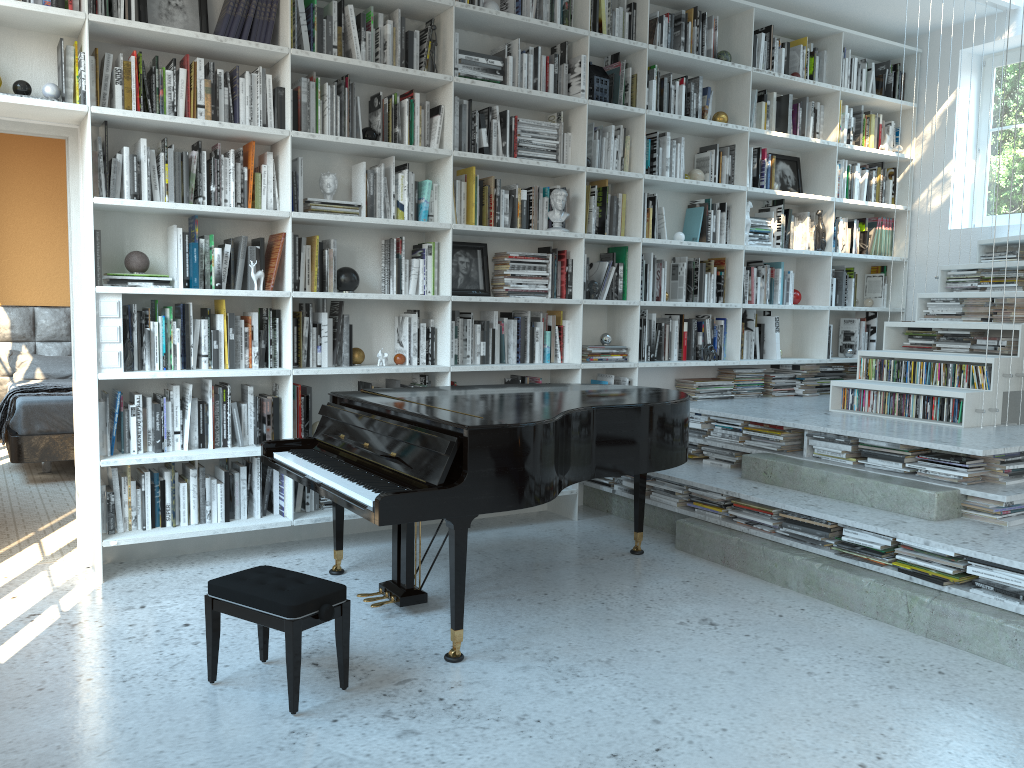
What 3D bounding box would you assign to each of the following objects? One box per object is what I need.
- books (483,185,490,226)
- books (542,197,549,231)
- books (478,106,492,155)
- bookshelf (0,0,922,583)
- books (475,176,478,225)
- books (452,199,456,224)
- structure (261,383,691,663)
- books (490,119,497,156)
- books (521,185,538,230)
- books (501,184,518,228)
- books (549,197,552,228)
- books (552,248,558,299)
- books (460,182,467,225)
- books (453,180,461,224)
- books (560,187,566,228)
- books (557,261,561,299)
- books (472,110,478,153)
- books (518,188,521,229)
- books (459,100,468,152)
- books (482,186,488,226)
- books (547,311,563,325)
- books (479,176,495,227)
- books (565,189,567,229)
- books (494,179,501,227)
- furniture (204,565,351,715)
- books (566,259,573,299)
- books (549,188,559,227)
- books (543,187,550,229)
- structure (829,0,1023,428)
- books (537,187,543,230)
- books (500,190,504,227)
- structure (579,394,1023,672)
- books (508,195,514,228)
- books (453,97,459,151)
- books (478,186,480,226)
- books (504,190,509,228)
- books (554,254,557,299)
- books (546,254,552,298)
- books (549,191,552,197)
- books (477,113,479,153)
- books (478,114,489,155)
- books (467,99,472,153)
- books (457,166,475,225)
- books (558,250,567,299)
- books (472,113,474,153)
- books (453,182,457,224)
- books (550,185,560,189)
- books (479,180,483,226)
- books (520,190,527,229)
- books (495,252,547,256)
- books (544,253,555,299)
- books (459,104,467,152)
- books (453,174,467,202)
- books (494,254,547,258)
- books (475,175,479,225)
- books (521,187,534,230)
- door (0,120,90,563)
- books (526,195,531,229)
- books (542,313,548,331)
[{"bbox_3d":[-0.166,-0.965,4.873,0.025,0.236,0.137,-2,6,-31],"label":"books"},{"bbox_3d":[0.154,-0.958,5.068,0.035,0.201,0.149,-2,6,-31],"label":"books"},{"bbox_3d":[-0.154,-1.357,4.840,0.022,0.286,0.130,-2,6,-31],"label":"books"},{"bbox_3d":[0.146,-0.761,5.010,6.295,3.146,0.330,-2,6,-31],"label":"bookshelf"},{"bbox_3d":[-0.239,-0.975,4.791,0.015,0.267,0.189,-2,6,-31],"label":"books"},{"bbox_3d":[-0.356,-0.944,4.743,0.053,0.209,0.156,-2,6,-31],"label":"books"},{"bbox_3d":[0.056,0.475,3.843,1.918,0.834,1.333,-2,6,-31],"label":"structure"},{"bbox_3d":[-0.132,-1.323,4.850,0.024,0.217,0.147,-2,6,-31],"label":"books"},{"bbox_3d":[0.095,-0.983,5.020,0.025,0.259,0.150,-2,6,-31],"label":"books"},{"bbox_3d":[-0.014,-0.981,4.960,0.014,0.259,0.161,-2,6,-31],"label":"books"},{"bbox_3d":[0.184,-0.961,5.090,0.012,0.206,0.145,-2,6,-31],"label":"books"},{"bbox_3d":[0.216,-0.637,5.143,0.011,0.288,0.152,-2,6,-31],"label":"books"},{"bbox_3d":[-0.295,-0.963,4.795,0.029,0.240,0.155,-2,6,-31],"label":"books"},{"bbox_3d":[-0.322,-0.966,4.786,0.026,0.248,0.139,-2,6,-31],"label":"books"},{"bbox_3d":[0.261,-0.993,5.122,0.014,0.266,0.153,-2,6,-31],"label":"books"},{"bbox_3d":[0.237,-0.603,5.165,0.021,0.217,0.132,-2,6,-31],"label":"books"},{"bbox_3d":[-0.232,-1.336,4.785,0.014,0.250,0.172,-2,6,-31],"label":"books"},{"bbox_3d":[-0.002,-0.968,4.964,0.010,0.234,0.174,-2,6,-31],"label":"books"},{"bbox_3d":[-0.285,-1.357,4.761,0.029,0.295,0.151,-2,6,-31],"label":"books"},{"bbox_3d":[-0.178,-0.960,4.858,0.012,0.228,0.169,-2,6,-31],"label":"books"},{"bbox_3d":[0.247,-0.280,5.202,0.011,0.301,0.149,-2,6,-31],"label":"books"},{"bbox_3d":[-0.146,-0.988,4.875,0.013,0.284,0.176,-2,6,-31],"label":"books"},{"bbox_3d":[0.279,-0.994,5.155,0.023,0.265,0.107,-2,6,-31],"label":"books"},{"bbox_3d":[-0.121,-0.980,4.874,0.027,0.268,0.189,-2,6,-31],"label":"books"},{"bbox_3d":[-0.738,0.779,2.790,0.467,0.354,0.239,4,6,33],"label":"furniture"},{"bbox_3d":[0.284,-0.608,5.161,0.034,0.229,0.199,-2,6,-31],"label":"books"},{"bbox_3d":[0.220,-0.989,5.104,0.025,0.260,0.130,-2,6,-31],"label":"books"},{"bbox_3d":[0.171,-0.990,5.085,0.014,0.263,0.135,-2,6,-31],"label":"books"},{"bbox_3d":[2.654,-1.138,4.459,2.613,3.386,1.952,-2,6,-31],"label":"structure"},{"bbox_3d":[0.129,-0.986,5.052,0.024,0.259,0.126,-2,6,-31],"label":"books"},{"bbox_3d":[-0.097,-0.956,4.908,0.024,0.216,0.175,-2,6,-31],"label":"books"},{"bbox_3d":[2.309,0.525,4.870,2.898,0.660,3.110,-2,5,-31],"label":"structure"},{"bbox_3d":[-0.047,-0.951,4.955,0.050,0.199,0.145,-2,6,-31],"label":"books"},{"bbox_3d":[-0.336,-1.356,4.717,0.026,0.297,0.179,-2,6,-31],"label":"books"},{"bbox_3d":[-0.225,-0.960,4.846,0.024,0.229,0.147,-2,6,-31],"label":"books"},{"bbox_3d":[-0.074,-0.956,4.923,0.030,0.215,0.168,-2,6,-31],"label":"books"},{"bbox_3d":[0.205,-0.621,5.139,0.013,0.256,0.162,-2,6,-31],"label":"books"},{"bbox_3d":[0.180,-0.618,5.114,0.012,0.254,0.160,-2,6,-31],"label":"books"},{"bbox_3d":[0.191,-0.981,5.108,0.021,0.242,0.103,-2,6,-31],"label":"books"},{"bbox_3d":[-0.222,-1.331,4.793,0.011,0.240,0.147,-2,6,-31],"label":"books"},{"bbox_3d":[-0.185,-1.330,4.808,0.066,0.237,0.153,-2,6,-31],"label":"books"},{"bbox_3d":[-0.264,-1.360,4.764,0.011,0.300,0.179,-2,6,-31],"label":"books"},{"bbox_3d":[-0.251,-1.000,4.782,0.014,0.318,0.187,-2,6,-31],"label":"books"},{"bbox_3d":[0.260,-0.633,5.156,0.011,0.280,0.186,-2,6,-31],"label":"books"},{"bbox_3d":[-0.246,-1.327,4.782,0.014,0.233,0.147,-2,6,-31],"label":"books"},{"bbox_3d":[-0.346,-0.962,4.761,0.042,0.242,0.162,-2,6,-31],"label":"books"},{"bbox_3d":[0.236,-1.000,5.125,0.025,0.279,0.108,-2,6,-31],"label":"books"},{"bbox_3d":[-0.206,-0.976,4.863,0.028,0.259,0.134,-2,6,-31],"label":"books"},{"bbox_3d":[0.020,-0.963,4.965,0.029,0.224,0.185,-2,6,-31],"label":"books"},{"bbox_3d":[0.048,-0.734,5.022,0.254,0.012,0.160,-1,5,-27],"label":"books"},{"bbox_3d":[0.191,-0.622,5.117,0.011,0.261,0.184,-2,6,-31],"label":"books"},{"bbox_3d":[-0.299,-1.341,4.733,0.025,0.266,0.185,-2,6,-31],"label":"books"},{"bbox_3d":[-0.284,-0.986,4.814,0.010,0.284,0.136,-2,6,-31],"label":"books"},{"bbox_3d":[0.047,-0.722,5.025,0.254,0.012,0.160,-2,6,-34],"label":"books"},{"bbox_3d":[-0.227,-0.984,4.815,0.010,0.281,0.170,-2,6,-31],"label":"books"},{"bbox_3d":[0.067,-0.974,4.983,0.012,0.245,0.185,-2,6,-31],"label":"books"},{"bbox_3d":[-2.514,-0.173,4.166,0.834,1.983,0.785,-2,6,-31],"label":"door"},{"bbox_3d":[0.044,-0.952,4.983,0.029,0.200,0.178,-2,6,-31],"label":"books"},{"bbox_3d":[0.165,-0.270,5.163,0.010,0.284,0.131,-2,6,-31],"label":"books"}]
